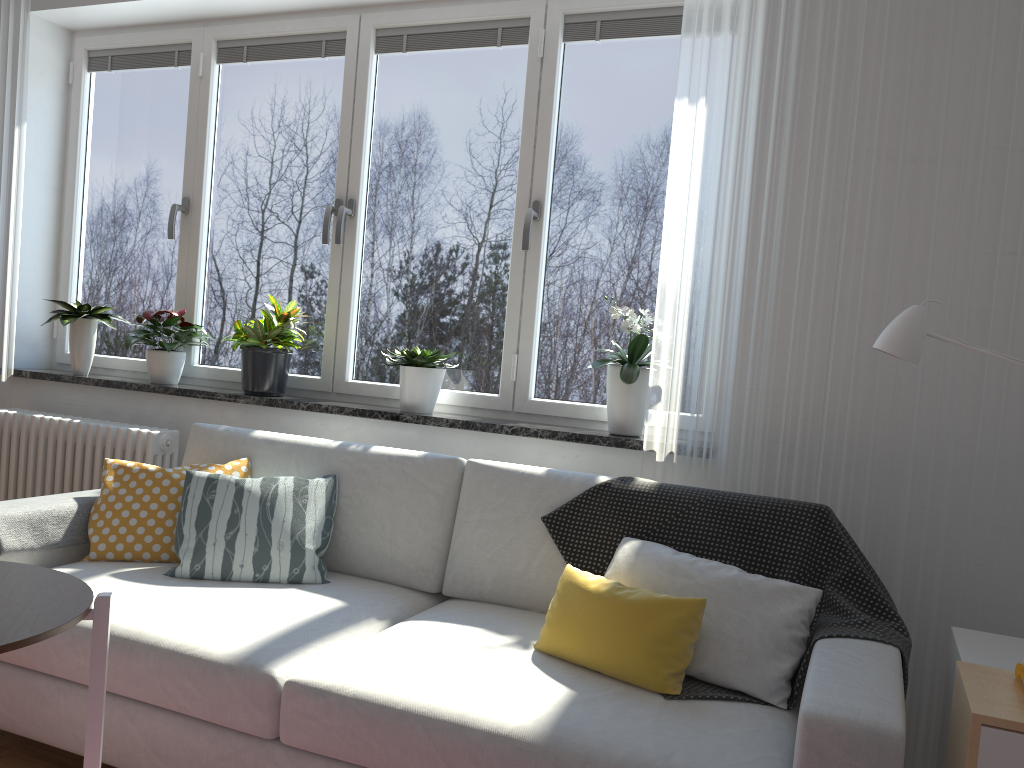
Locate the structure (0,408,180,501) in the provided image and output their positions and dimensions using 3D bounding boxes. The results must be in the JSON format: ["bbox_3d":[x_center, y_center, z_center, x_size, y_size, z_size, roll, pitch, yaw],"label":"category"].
[{"bbox_3d":[-1.691,0.447,3.499,0.972,0.624,0.224,5,2,22],"label":"structure"}]

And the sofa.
[{"bbox_3d":[-0.314,0.639,2.355,2.460,0.843,1.004,5,2,22],"label":"sofa"}]

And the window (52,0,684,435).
[{"bbox_3d":[-0.641,-0.689,3.404,3.018,1.511,0.151,5,2,22],"label":"window"}]

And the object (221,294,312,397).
[{"bbox_3d":[-0.956,-0.150,3.387,0.333,0.385,0.299,6,3,38],"label":"object"}]

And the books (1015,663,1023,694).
[{"bbox_3d":[0.957,0.530,1.496,0.163,0.028,0.210,5,2,22],"label":"books"}]

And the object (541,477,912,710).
[{"bbox_3d":[0.586,0.614,2.233,0.978,0.648,0.676,5,2,-8],"label":"object"}]

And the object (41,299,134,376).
[{"bbox_3d":[-1.781,-0.192,3.699,0.292,0.316,0.354,5,2,13],"label":"object"}]

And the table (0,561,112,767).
[{"bbox_3d":[-1.037,0.679,1.431,0.617,0.688,0.618,6,2,21],"label":"table"}]

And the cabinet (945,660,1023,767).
[{"bbox_3d":[0.930,0.865,1.511,0.349,0.643,0.301,6,2,22],"label":"cabinet"}]

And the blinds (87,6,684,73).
[{"bbox_3d":[-0.576,-1.309,3.410,2.843,0.098,0.015,5,2,22],"label":"blinds"}]

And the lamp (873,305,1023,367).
[{"bbox_3d":[-1.033,0.341,1.718,4.592,1.347,0.332,5,2,-8],"label":"lamp"}]

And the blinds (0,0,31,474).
[{"bbox_3d":[-2.530,-0.618,3.882,1.037,2.889,0.055,6,3,22],"label":"blinds"}]

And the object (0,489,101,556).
[{"bbox_3d":[-1.407,0.605,2.705,0.288,0.534,0.608,6,2,22],"label":"object"}]

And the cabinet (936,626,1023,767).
[{"bbox_3d":[1.134,0.894,1.877,0.400,0.600,0.400,6,2,22],"label":"cabinet"}]

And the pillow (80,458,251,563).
[{"bbox_3d":[-1.054,0.383,2.749,0.464,0.318,0.312,4,2,-10],"label":"pillow"}]

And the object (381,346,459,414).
[{"bbox_3d":[-0.335,-0.018,3.153,0.267,0.237,0.283,5,2,4],"label":"object"}]

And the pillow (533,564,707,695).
[{"bbox_3d":[0.245,0.553,2.046,0.401,0.194,0.211,6,2,40],"label":"pillow"}]

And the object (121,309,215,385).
[{"bbox_3d":[-1.394,-0.154,3.598,0.380,0.309,0.370,5,2,-3],"label":"object"}]

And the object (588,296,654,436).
[{"bbox_3d":[0.386,-0.055,2.913,0.286,0.444,0.340,5,2,11],"label":"object"}]

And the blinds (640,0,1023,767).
[{"bbox_3d":[1.032,-0.283,2.417,1.292,2.889,0.055,6,3,22],"label":"blinds"}]

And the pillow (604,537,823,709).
[{"bbox_3d":[0.439,0.551,2.129,0.531,0.259,0.301,6,2,36],"label":"pillow"}]

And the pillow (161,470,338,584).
[{"bbox_3d":[-0.752,0.410,2.608,0.469,0.289,0.309,5,2,-7],"label":"pillow"}]
